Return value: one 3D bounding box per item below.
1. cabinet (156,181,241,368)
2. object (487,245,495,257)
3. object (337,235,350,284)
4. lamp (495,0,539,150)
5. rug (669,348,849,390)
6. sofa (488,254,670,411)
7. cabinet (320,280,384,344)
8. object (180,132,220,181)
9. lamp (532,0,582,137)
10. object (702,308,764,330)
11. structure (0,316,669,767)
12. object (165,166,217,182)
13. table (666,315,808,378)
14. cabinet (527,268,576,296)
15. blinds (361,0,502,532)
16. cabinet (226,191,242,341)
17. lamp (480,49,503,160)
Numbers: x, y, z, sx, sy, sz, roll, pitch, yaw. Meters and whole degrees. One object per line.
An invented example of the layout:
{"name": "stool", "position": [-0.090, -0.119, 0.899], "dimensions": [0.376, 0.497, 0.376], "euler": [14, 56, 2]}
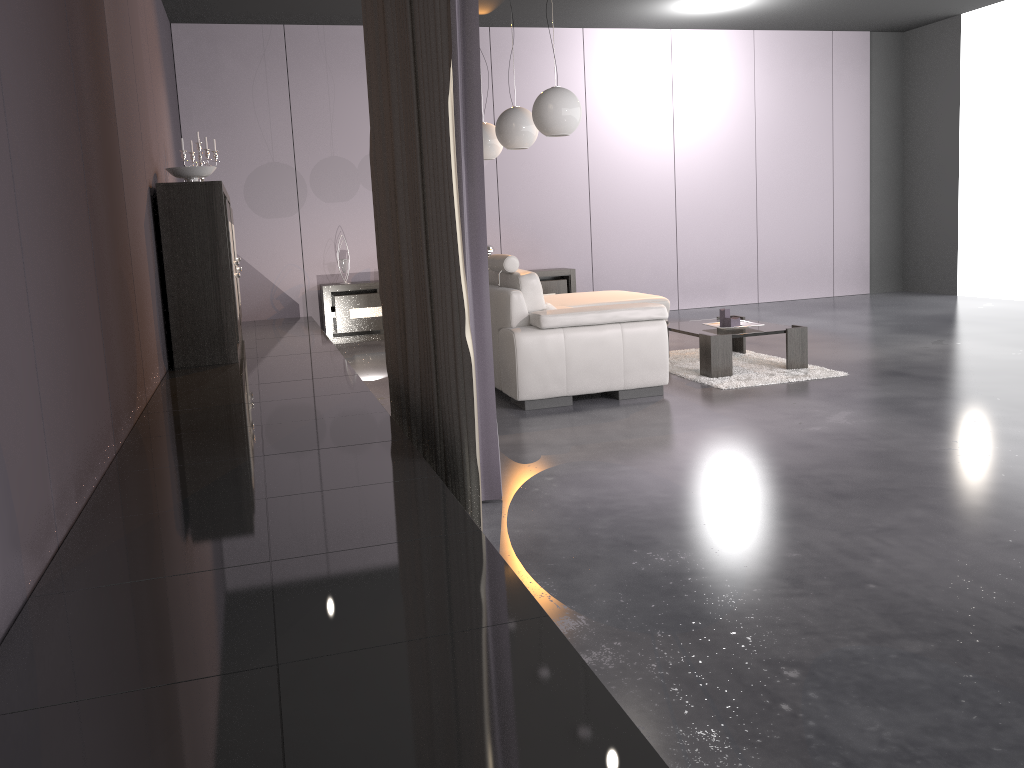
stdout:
{"name": "cabinet", "position": [-1.965, -0.726, 5.701], "dimensions": [0.412, 1.068, 1.078], "euler": [-5, 9, -16]}
{"name": "object", "position": [-0.240, -1.257, 8.902], "dimensions": [0.140, 0.282, 0.141], "euler": [-5, 8, -16]}
{"name": "object", "position": [-1.610, -1.193, 8.469], "dimensions": [0.123, 0.463, 0.108], "euler": [-5, 8, -15]}
{"name": "lamp", "position": [0.005, -2.358, 6.173], "dimensions": [0.307, 1.406, 0.309], "euler": [-5, 8, -13]}
{"name": "rug", "position": [1.455, -0.133, 6.071], "dimensions": [0.917, 0.023, 1.535], "euler": [-6, 11, -16]}
{"name": "sofa", "position": [0.492, -0.578, 6.460], "dimensions": [1.870, 0.853, 2.879], "euler": [-6, 10, -16]}
{"name": "cabinet", "position": [-1.292, -0.722, 8.622], "dimensions": [1.073, 0.551, 0.379], "euler": [-6, 9, -16]}
{"name": "object", "position": [-2.276, -1.616, 6.470], "dimensions": [0.229, 0.443, 0.231], "euler": [-3, 8, 2]}
{"name": "lamp", "position": [0.246, -2.223, 5.358], "dimensions": [0.307, 1.406, 0.308], "euler": [4, 10, 41]}
{"name": "object", "position": [1.477, -0.444, 5.935], "dimensions": [0.304, 0.136, 0.306], "euler": [-5, 10, -11]}
{"name": "structure", "position": [-1.056, 0.270, 3.771], "dimensions": [1.001, 0.298, 8.825], "euler": [-6, 11, -16]}
{"name": "object", "position": [-2.028, -1.308, 5.614], "dimensions": [0.309, 0.116, 0.311], "euler": [0, 10, 17]}
{"name": "table", "position": [1.453, -0.272, 6.069], "dimensions": [0.701, 0.269, 0.911], "euler": [-6, 10, -16]}
{"name": "cabinet", "position": [0.094, -0.866, 9.019], "dimensions": [1.073, 0.551, 0.379], "euler": [-6, 9, -16]}
{"name": "blinds", "position": [-0.285, -1.064, 3.374], "dimensions": [0.249, 2.977, 3.308], "euler": [-5, 9, -15]}
{"name": "cabinet", "position": [-2.294, -0.909, 6.811], "dimensions": [0.412, 1.068, 1.078], "euler": [-5, 9, -16]}
{"name": "lamp", "position": [-0.250, -2.498, 7.021], "dimensions": [0.307, 1.406, 0.309], "euler": [-5, 8, -12]}
